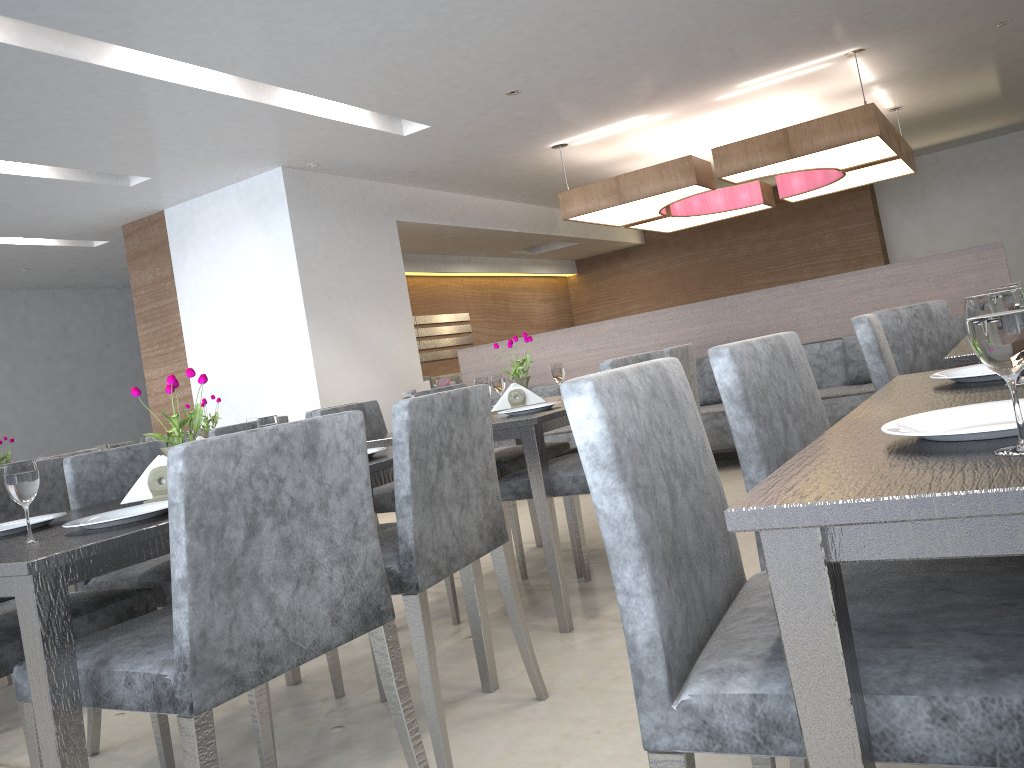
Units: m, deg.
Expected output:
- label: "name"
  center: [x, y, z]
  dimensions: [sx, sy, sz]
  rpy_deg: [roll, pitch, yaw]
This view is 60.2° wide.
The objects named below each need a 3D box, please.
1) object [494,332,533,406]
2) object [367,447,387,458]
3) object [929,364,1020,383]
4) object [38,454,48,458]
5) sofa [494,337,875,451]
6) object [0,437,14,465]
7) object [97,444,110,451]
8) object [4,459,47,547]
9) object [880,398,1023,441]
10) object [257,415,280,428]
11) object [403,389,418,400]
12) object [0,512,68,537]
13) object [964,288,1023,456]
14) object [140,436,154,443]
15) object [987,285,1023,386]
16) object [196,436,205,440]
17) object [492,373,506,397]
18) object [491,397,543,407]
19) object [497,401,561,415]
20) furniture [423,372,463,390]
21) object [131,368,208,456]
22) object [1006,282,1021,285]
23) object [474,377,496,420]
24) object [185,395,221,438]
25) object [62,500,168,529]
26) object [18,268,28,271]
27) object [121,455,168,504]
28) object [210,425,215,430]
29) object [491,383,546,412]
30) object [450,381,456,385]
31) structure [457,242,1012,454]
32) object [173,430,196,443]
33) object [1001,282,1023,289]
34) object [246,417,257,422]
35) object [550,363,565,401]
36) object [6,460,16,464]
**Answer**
- label: "object"
  center: [0.029, -0.049, 3.265]
  dimensions: [0.103, 0.277, 0.155]
  rpy_deg: [-12, -3, 28]
- label: "object"
  center: [-0.407, 0.180, 2.119]
  dimensions: [0.215, 0.015, 0.218]
  rpy_deg: [-10, 1, 30]
- label: "object"
  center: [0.789, -0.022, 1.420]
  dimensions: [0.216, 0.015, 0.217]
  rpy_deg: [-10, 1, 8]
- label: "object"
  center: [-2.680, 0.474, 5.070]
  dimensions: [0.053, 0.140, 0.053]
  rpy_deg: [-9, -3, -12]
- label: "sofa"
  center: [1.092, 0.194, 5.534]
  dimensions: [3.773, 0.631, 0.839]
  rpy_deg: [-10, 0, 30]
- label: "object"
  center: [-2.859, 0.438, 4.954]
  dimensions: [0.103, 0.277, 0.155]
  rpy_deg: [-12, -3, 28]
- label: "object"
  center: [-1.751, 0.329, 3.803]
  dimensions: [0.053, 0.140, 0.053]
  rpy_deg: [-9, -3, -12]
- label: "object"
  center: [-0.833, 0.203, 1.514]
  dimensions: [0.053, 0.140, 0.053]
  rpy_deg: [-9, -3, -12]
- label: "object"
  center: [0.497, 0.038, 0.913]
  dimensions: [0.216, 0.015, 0.217]
  rpy_deg: [-10, 1, 8]
- label: "object"
  center: [-0.565, 0.146, 2.081]
  dimensions: [0.053, 0.140, 0.053]
  rpy_deg: [-9, -3, -12]
- label: "object"
  center: [-0.334, 0.090, 2.974]
  dimensions: [0.053, 0.140, 0.053]
  rpy_deg: [-9, -3, -12]
- label: "object"
  center: [-1.026, 0.295, 1.804]
  dimensions: [0.215, 0.015, 0.218]
  rpy_deg: [-10, 1, 30]
- label: "object"
  center: [0.434, -0.011, 0.772]
  dimensions: [0.053, 0.140, 0.053]
  rpy_deg: [-9, -3, -12]
- label: "object"
  center: [-1.503, 0.287, 3.658]
  dimensions: [0.053, 0.140, 0.053]
  rpy_deg: [-9, -3, -18]
- label: "object"
  center: [0.722, -0.071, 1.272]
  dimensions: [0.053, 0.140, 0.053]
  rpy_deg: [-9, -3, -12]
- label: "object"
  center: [-1.420, 0.286, 4.042]
  dimensions: [0.203, 0.100, 0.070]
  rpy_deg: [-10, -2, 0]
- label: "object"
  center: [-0.045, 0.031, 3.474]
  dimensions: [0.053, 0.140, 0.053]
  rpy_deg: [-9, -3, -12]
- label: "object"
  center: [0.023, 0.079, 3.625]
  dimensions: [0.215, 0.015, 0.218]
  rpy_deg: [-10, 1, 30]
- label: "object"
  center: [0.058, 0.084, 2.927]
  dimensions: [0.215, 0.015, 0.218]
  rpy_deg: [-10, 1, 30]
- label: "furniture"
  center: [1.461, -0.050, 9.312]
  dimensions: [4.228, 0.856, 5.672]
  rpy_deg: [-10, 1, 30]
- label: "object"
  center: [-0.728, 0.107, 1.950]
  dimensions: [0.103, 0.277, 0.155]
  rpy_deg: [-12, -3, 28]
- label: "object"
  center: [1.480, -0.226, 2.582]
  dimensions: [0.053, 0.140, 0.053]
  rpy_deg: [-9, -3, -12]
- label: "object"
  center: [-0.086, 0.048, 2.829]
  dimensions: [0.053, 0.140, 0.053]
  rpy_deg: [-9, -3, -12]
- label: "object"
  center: [-1.408, 0.193, 4.105]
  dimensions: [0.103, 0.277, 0.155]
  rpy_deg: [-12, -3, 28]
- label: "object"
  center: [-0.699, 0.240, 1.613]
  dimensions: [0.215, 0.015, 0.218]
  rpy_deg: [-10, 1, 30]
- label: "object"
  center: [-4.567, -1.066, 8.250]
  dimensions: [0.089, 0.007, 0.088]
  rpy_deg: [-10, 1, -15]
- label: "object"
  center: [-0.741, 0.200, 1.887]
  dimensions: [0.203, 0.100, 0.070]
  rpy_deg: [-10, -2, 0]
- label: "object"
  center: [-1.463, 0.270, 4.303]
  dimensions: [0.053, 0.140, 0.053]
  rpy_deg: [-9, -3, -12]
- label: "object"
  center: [0.016, 0.044, 3.201]
  dimensions: [0.203, 0.100, 0.070]
  rpy_deg: [-10, -2, 0]
- label: "object"
  center: [-0.519, 0.028, 8.204]
  dimensions: [0.095, 0.126, 0.107]
  rpy_deg: [-9, -2, -17]
- label: "structure"
  center: [1.315, -0.048, 6.000]
  dimensions: [3.748, 1.012, 0.224]
  rpy_deg: [-10, -3, 30]
- label: "object"
  center: [-0.793, 0.185, 2.159]
  dimensions: [0.053, 0.140, 0.053]
  rpy_deg: [-9, -3, -18]
- label: "object"
  center: [1.191, -0.167, 2.082]
  dimensions: [0.053, 0.140, 0.053]
  rpy_deg: [-9, -3, -12]
- label: "object"
  center: [-1.235, 0.230, 4.225]
  dimensions: [0.053, 0.140, 0.053]
  rpy_deg: [-9, -3, -12]
- label: "object"
  center: [0.182, -0.009, 3.396]
  dimensions: [0.053, 0.140, 0.053]
  rpy_deg: [-9, -3, -12]
- label: "object"
  center: [-2.908, 0.513, 5.148]
  dimensions: [0.053, 0.140, 0.053]
  rpy_deg: [-9, -3, -12]
